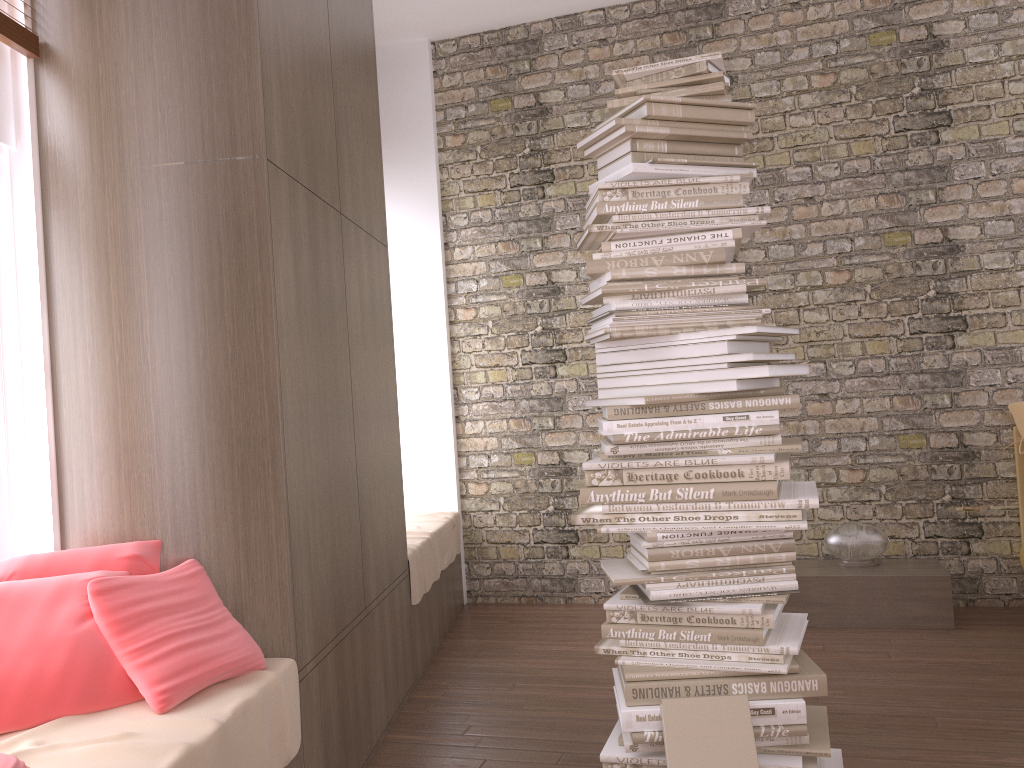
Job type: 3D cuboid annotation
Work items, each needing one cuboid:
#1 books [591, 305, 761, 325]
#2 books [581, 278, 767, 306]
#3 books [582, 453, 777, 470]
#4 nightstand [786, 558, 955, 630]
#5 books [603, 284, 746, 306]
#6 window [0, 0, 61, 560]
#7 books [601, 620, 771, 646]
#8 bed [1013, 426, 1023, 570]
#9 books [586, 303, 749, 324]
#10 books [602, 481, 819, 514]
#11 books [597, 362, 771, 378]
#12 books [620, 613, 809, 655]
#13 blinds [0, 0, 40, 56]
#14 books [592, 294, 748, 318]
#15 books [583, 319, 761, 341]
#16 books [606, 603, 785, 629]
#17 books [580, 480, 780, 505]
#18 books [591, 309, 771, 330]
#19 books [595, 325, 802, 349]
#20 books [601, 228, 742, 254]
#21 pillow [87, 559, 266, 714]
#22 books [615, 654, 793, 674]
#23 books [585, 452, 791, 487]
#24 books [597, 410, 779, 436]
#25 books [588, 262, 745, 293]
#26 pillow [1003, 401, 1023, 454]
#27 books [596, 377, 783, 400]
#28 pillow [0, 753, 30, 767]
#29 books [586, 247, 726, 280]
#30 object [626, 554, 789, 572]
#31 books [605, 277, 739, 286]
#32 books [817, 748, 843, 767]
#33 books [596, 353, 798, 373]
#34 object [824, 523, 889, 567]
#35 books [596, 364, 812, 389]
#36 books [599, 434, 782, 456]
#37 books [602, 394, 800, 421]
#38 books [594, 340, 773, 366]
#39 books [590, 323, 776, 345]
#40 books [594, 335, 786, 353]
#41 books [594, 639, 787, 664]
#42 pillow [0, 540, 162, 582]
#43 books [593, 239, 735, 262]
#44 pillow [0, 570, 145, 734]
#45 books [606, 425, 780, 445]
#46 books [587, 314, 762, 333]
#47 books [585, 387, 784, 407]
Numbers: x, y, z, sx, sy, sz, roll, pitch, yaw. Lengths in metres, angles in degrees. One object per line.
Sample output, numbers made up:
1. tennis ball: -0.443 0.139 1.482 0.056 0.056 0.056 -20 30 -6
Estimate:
1. books: 0.464 -0.196 2.570 0.412 0.011 0.308 -4 -1 -7
2. books: 0.456 -0.265 2.565 0.467 0.020 0.283 -4 -1 -7
3. books: 0.498 0.212 2.565 0.510 0.020 0.399 -4 -1 18
4. nightstand: 1.670 0.988 4.208 0.707 0.240 0.400 -4 -1 18
5. books: 0.475 -0.247 2.574 0.388 0.020 0.287 -4 -1 13
6. window: -1.359 -0.389 1.613 0.160 2.229 1.407 -4 -1 5
7. books: 0.511 0.668 2.519 0.432 0.038 0.339 -4 -1 23
8. bed: 2.926 0.568 2.814 2.219 0.861 2.360 -4 -1 18
9. books: 0.440 -0.204 2.577 0.395 0.007 0.308 -4 -1 -7
10. books: 0.581 0.325 2.554 0.566 0.025 0.423 -4 -1 18
11. books: 0.494 -0.040 2.572 0.413 0.013 0.294 -5 -1 38
12. books: 0.578 0.694 2.506 0.468 0.021 0.350 -4 -1 23
13. blinds: -1.328 -1.422 1.627 0.042 1.138 1.373 -4 -1 5
14. books: 0.450 -0.221 2.588 0.379 0.028 0.297 -4 -1 -7
15. books: 0.452 -0.155 2.565 0.444 0.015 0.279 -4 -1 -7
16. books: 0.535 0.628 2.532 0.448 0.038 0.348 -4 -1 23
17. books: 0.498 0.293 2.563 0.522 0.046 0.410 -4 -1 18
18. books: 0.474 -0.184 2.562 0.446 0.012 0.291 -4 -1 -7
19. books: 0.533 -0.130 2.559 0.500 0.018 0.326 -5 -1 38
20. books: 0.467 -0.394 2.572 0.379 0.028 0.297 -4 -1 13
21. pillow: -0.770 0.565 2.049 0.264 0.278 0.357 -4 -1 26
22. books: 0.553 0.739 2.480 0.448 0.013 0.350 -4 -1 23
23. books: 0.526 0.244 2.582 0.542 0.046 0.421 -4 -1 18
24. books: 0.489 0.108 2.564 0.469 0.038 0.364 -4 -1 3
25. books: 0.438 -0.307 2.573 0.379 0.028 0.297 -4 -1 -7
26. pillow: 2.748 0.304 3.900 1.019 0.527 0.355 -4 -1 18
27. books: 0.515 0.013 2.575 0.435 0.030 0.322 -5 -1 38
28. pillow: -0.938 0.595 1.312 0.354 0.200 0.403 -3 -1 -18
29. books: 0.425 -0.338 2.581 0.379 0.039 0.297 -4 -1 13
30. object: 0.547 0.493 2.515 0.413 0.008 0.243 -4 -1 -2
31. books: 0.430 -0.278 2.565 0.368 0.009 0.262 -4 -1 -7
32. books: 0.618 1.086 2.445 0.566 0.025 0.423 -4 -1 18
33. books: 0.530 -0.060 2.562 0.484 0.020 0.323 -5 -1 38
34. object: 1.659 0.771 4.272 0.296 0.199 0.211 -4 -1 15
35. books: 0.547 -0.021 2.546 0.524 0.030 0.317 -5 -1 38
36. books: 0.499 0.169 2.576 0.469 0.028 0.368 -4 -1 3
37. books: 0.527 0.066 2.575 0.518 0.038 0.341 -4 -1 3
38. books: 0.497 -0.087 2.577 0.417 0.036 0.308 -5 -1 38
39. books: 0.479 -0.143 2.550 0.469 0.015 0.267 -4 -1 -7
40. books: 0.517 -0.114 2.584 0.443 0.010 0.345 -5 -1 38
41. books: 0.526 0.722 2.521 0.506 0.023 0.330 -4 -1 23
42. pillow: -1.043 0.563 2.080 0.484 0.334 0.193 -3 -1 -32
43. books: 0.446 -0.368 2.582 0.388 0.020 0.287 -4 -1 13
44. pillow: -1.035 0.568 1.902 0.485 0.279 0.270 -3 -1 -36
45. books: 0.500 0.139 2.542 0.442 0.025 0.346 -4 -1 3
46. books: 0.460 -0.170 2.566 0.432 0.013 0.288 -4 -1 -7
47. books: 0.492 0.039 2.587 0.450 0.022 0.364 -3 -1 -22
